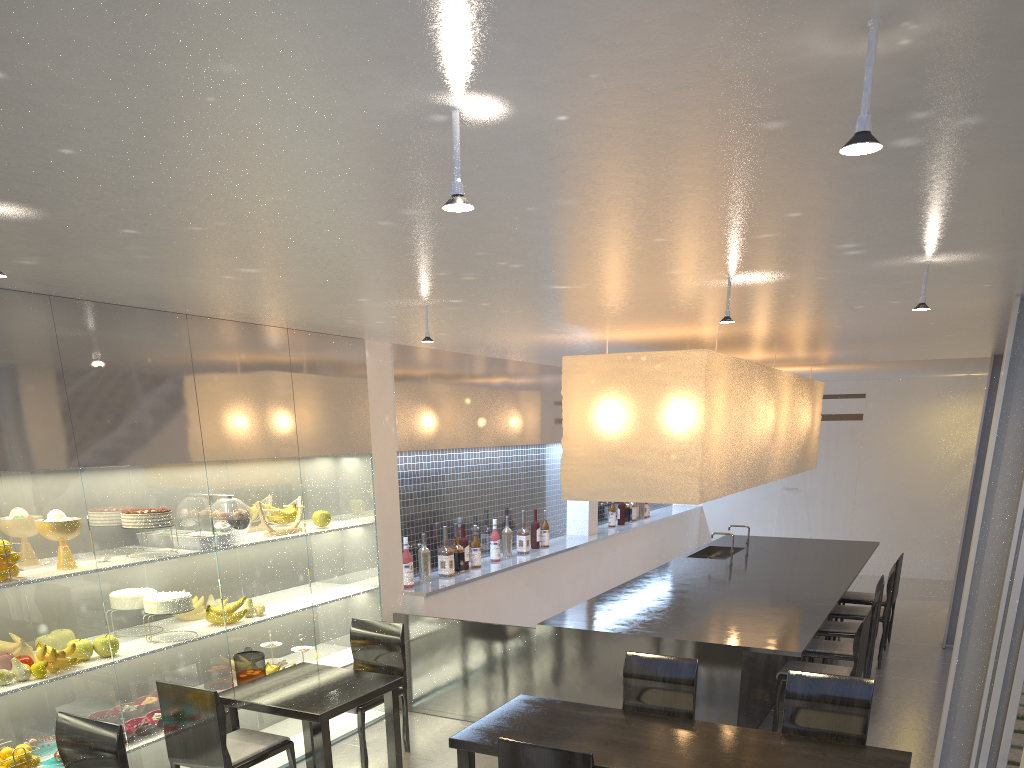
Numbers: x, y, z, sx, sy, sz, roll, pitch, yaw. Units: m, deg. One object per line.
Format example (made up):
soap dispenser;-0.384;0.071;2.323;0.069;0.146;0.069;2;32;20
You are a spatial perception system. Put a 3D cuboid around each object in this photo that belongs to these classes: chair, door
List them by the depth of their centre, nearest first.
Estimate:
chair;-0.917;0.903;1.653;0.188;0.470;0.222;7;15;27
chair;0.114;0.894;1.682;0.188;0.470;0.222;7;15;27
chair;0.695;0.900;1.897;0.188;0.470;0.222;7;15;27
chair;-0.695;0.923;2.058;0.188;0.470;0.222;7;15;27
chair;0.331;0.913;2.076;0.188;0.470;0.222;7;15;27
chair;-0.462;0.943;2.481;0.188;0.470;0.222;7;15;27
chair;0.987;0.936;2.641;0.235;0.470;0.177;6;16;28
chair;1.147;0.949;2.924;0.237;0.470;0.176;5;16;24
chair;1.294;0.963;3.213;0.237;0.470;0.176;5;15;21
chair;1.466;0.976;3.489;0.237;0.470;0.176;5;16;23
door;0.331;0.588;3.564;0.460;1.271;5.348;13;7;41
chair;1.625;0.989;3.772;0.235;0.470;0.177;7;16;28

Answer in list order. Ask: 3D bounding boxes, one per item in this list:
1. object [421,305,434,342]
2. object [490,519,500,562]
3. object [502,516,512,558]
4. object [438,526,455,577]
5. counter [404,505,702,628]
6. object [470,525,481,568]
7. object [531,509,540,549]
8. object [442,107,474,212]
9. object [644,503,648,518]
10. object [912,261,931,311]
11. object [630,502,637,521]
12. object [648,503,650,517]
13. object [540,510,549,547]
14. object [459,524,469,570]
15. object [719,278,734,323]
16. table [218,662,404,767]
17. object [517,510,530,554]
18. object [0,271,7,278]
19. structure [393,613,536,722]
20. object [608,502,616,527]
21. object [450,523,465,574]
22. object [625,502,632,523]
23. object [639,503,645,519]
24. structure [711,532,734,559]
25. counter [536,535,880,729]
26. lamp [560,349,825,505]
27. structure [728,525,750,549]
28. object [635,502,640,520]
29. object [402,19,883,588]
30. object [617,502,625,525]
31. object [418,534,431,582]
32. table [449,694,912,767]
object;-0.192;-0.136;1.855;0.028;0.085;0.027;11;19;37
object;-0.073;0.672;3.535;0.043;0.199;0.040;8;18;27
object;-0.021;0.678;3.645;0.045;0.200;0.041;-5;17;-15
object;-0.711;0.559;2.351;0.046;0.309;1.914;9;3;29
counter;0.436;1.040;4.528;0.228;0.463;3.486;7;1;29
object;-0.709;0.558;2.368;0.057;0.314;2.331;9;3;30
object;0.112;0.686;3.893;0.044;0.207;0.042;5;17;18
object;-0.049;-0.198;0.724;0.028;0.085;0.027;11;19;37
object;0.823;0.740;5.156;0.045;0.218;0.043;-7;17;-20
object;0.708;-0.169;1.412;0.028;0.085;0.027;11;19;37
object;0.729;0.734;5.000;0.045;0.217;0.043;8;18;28
object;0.854;0.751;5.211;0.042;0.199;0.041;12;21;38
object;0.158;0.695;3.946;0.042;0.195;0.038;-1;16;-2
object;-0.694;0.563;2.442;0.065;0.309;2.056;9;2;29
object;0.410;-0.158;1.559;0.028;0.085;0.027;11;19;37
table;-0.538;0.979;2.254;0.355;0.355;0.333;3;9;27
object;0.052;0.674;3.742;0.045;0.217;0.043;8;18;28
object;-0.650;-0.176;1.020;0.028;0.085;0.027;11;19;37
structure;-0.165;0.984;2.821;0.550;0.396;0.011;1;16;25
object;0.575;0.732;4.713;0.042;0.195;0.038;-1;16;-2
object;-0.689;0.561;2.391;0.103;0.309;1.990;9;3;31
object;0.692;0.729;4.925;0.045;0.218;0.042;8;18;26
object;0.802;0.747;5.102;0.045;0.200;0.042;8;18;26
structure;0.992;0.763;3.891;0.111;0.133;0.032;4;16;25
counter;1.021;1.006;3.571;0.806;0.397;2.415;0;-2;29
lamp;0.872;0.179;3.384;0.441;0.450;2.211;4;0;29
structure;1.148;0.777;4.175;0.111;0.133;0.032;4;16;25
object;0.763;0.745;5.062;0.045;0.200;0.041;-5;17;-15
object;-0.105;0.247;1.806;1.658;0.874;1.760;0;1;25
object;0.638;0.728;4.794;0.044;0.207;0.042;5;17;18
object;-0.766;0.557;2.307;0.045;0.309;1.796;9;3;30
table;0.348;0.947;1.820;0.907;0.353;0.333;-1;7;26
